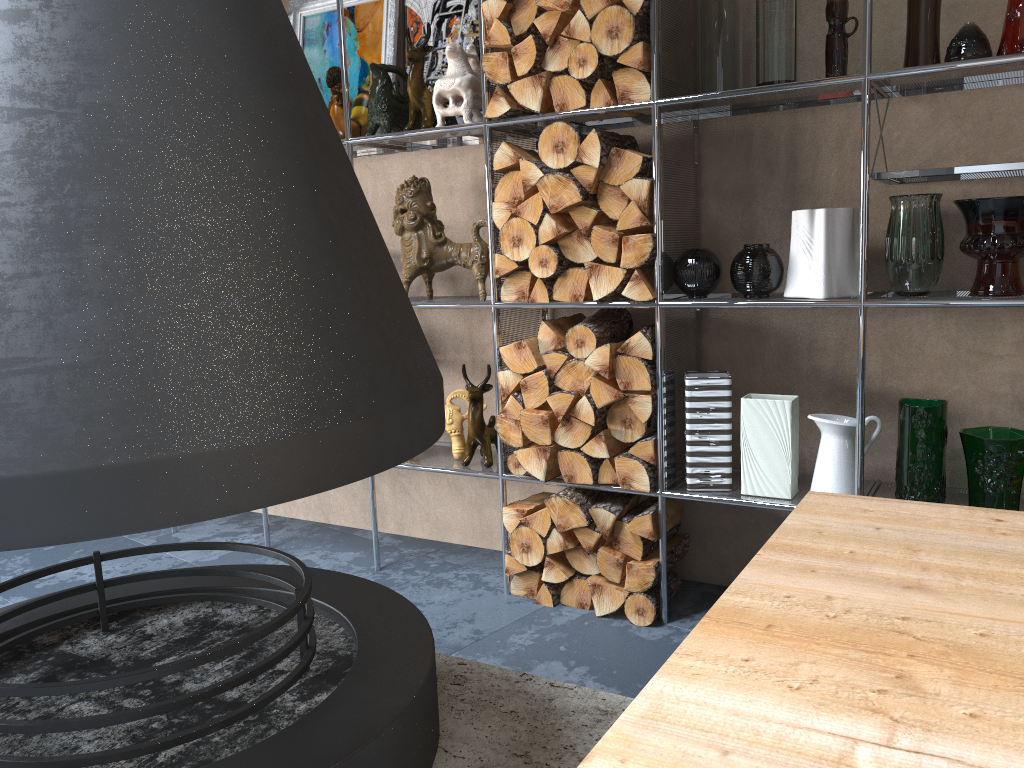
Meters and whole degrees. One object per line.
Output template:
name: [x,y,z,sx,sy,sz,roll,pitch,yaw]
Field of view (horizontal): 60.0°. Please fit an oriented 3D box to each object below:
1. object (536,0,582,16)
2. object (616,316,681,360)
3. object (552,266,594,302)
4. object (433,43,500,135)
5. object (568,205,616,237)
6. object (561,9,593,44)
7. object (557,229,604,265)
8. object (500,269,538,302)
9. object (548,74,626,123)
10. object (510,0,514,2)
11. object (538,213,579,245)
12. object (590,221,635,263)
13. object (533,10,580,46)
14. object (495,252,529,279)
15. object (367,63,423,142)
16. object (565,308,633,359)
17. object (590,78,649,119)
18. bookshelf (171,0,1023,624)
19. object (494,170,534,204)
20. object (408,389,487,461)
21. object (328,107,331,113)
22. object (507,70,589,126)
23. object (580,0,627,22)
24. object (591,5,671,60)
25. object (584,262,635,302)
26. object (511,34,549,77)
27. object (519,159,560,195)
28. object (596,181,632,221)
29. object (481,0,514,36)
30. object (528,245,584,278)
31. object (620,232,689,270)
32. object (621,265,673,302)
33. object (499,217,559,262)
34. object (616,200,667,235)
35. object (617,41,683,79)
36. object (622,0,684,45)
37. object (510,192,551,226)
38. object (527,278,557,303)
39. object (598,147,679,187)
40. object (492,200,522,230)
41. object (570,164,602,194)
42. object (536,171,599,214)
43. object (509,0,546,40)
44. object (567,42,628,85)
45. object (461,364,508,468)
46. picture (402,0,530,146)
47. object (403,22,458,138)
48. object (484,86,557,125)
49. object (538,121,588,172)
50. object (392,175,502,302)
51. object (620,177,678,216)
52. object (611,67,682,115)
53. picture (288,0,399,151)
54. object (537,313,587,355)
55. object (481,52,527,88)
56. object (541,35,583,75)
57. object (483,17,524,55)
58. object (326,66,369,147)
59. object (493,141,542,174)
object: [0.217,-1.162,2.695,0.164,0.128,0.322,3,10,31]
object: [0.428,-0.148,2.776,0.121,0.107,0.308,2,10,26]
object: [0.252,-0.327,2.862,0.135,0.114,0.299,2,10,28]
object: [-0.134,-0.991,2.966,0.151,0.280,0.314,2,10,28]
object: [0.285,-0.516,2.817,0.107,0.098,0.330,2,10,26]
object: [0.260,-1.065,2.716,0.101,0.110,0.331,2,10,28]
object: [0.264,-0.440,2.841,0.147,0.118,0.288,2,10,26]
object: [0.083,-0.333,2.967,0.126,0.112,0.287,3,10,30]
object: [0.240,-0.892,2.770,0.135,0.114,0.299,3,10,32]
object: [0.055,-1.252,2.773,0.140,0.150,0.312,3,10,34]
object: [0.207,-0.504,2.846,0.101,0.110,0.331,3,10,32]
object: [0.345,-0.450,2.773,0.095,0.135,0.329,2,10,26]
object: [0.198,-1.084,2.768,0.107,0.098,0.330,3,11,34]
object: [0.050,-0.398,2.946,0.095,0.088,0.303,2,10,28]
object: [-0.406,-0.993,3.143,0.126,0.249,0.253,4,11,35]
object: [0.280,-0.174,2.884,0.140,0.150,0.312,2,10,26]
object: [0.336,-0.874,2.717,0.087,0.095,0.303,3,10,30]
bookshelf: [1.661,-2.301,1.744,10.739,6.217,0.421,3,10,30]
object: [0.068,-0.639,2.916,0.135,0.114,0.299,2,10,28]
object: [-0.279,0.087,3.242,0.375,0.363,0.170,-3,9,-4]
object: [-0.729,-1.024,3.328,0.097,0.290,0.290,2,10,29]
object: [0.139,-0.904,2.845,0.154,0.131,0.362,3,10,30]
object: [0.330,-1.118,2.657,0.128,0.107,0.329,3,10,30]
object: [0.355,-1.023,2.636,0.143,0.143,0.286,3,10,30]
object: [0.369,-0.329,2.812,0.154,0.131,0.362,3,10,30]
object: [0.125,-1.023,2.801,0.095,0.135,0.329,3,10,34]
object: [0.152,-0.664,2.856,0.098,0.115,0.362,3,10,29]
object: [0.364,-0.566,2.759,0.112,0.153,0.291,2,10,27]
object: [0.034,-1.152,2.826,0.097,0.120,0.308,4,11,35]
object: [0.163,-0.396,2.861,0.103,0.110,0.312,2,10,26]
object: [0.444,-0.411,2.722,0.110,0.109,0.321,3,10,31]
object: [0.442,-0.318,2.742,0.107,0.105,0.330,2,10,27]
object: [0.088,-0.472,2.890,0.143,0.143,0.286,3,10,30]
object: [0.428,-0.505,2.717,0.107,0.110,0.331,2,10,28]
object: [0.418,-0.944,2.634,0.095,0.088,0.303,3,10,32]
object: [0.407,-1.086,2.619,0.111,0.121,0.310,3,10,31]
object: [0.126,-0.564,2.875,0.128,0.107,0.329,3,10,30]
object: [0.158,-0.319,2.919,0.087,0.095,0.303,3,10,30]
object: [0.394,-0.659,2.721,0.151,0.119,0.300,3,10,32]
object: [0.052,-0.539,2.924,0.111,0.121,0.310,2,10,29]
object: [0.288,-0.632,2.761,0.098,0.090,0.303,2,10,29]
object: [0.218,-0.598,2.794,0.164,0.128,0.322,3,10,29]
object: [0.112,-1.142,2.806,0.112,0.153,0.291,3,10,33]
object: [0.288,-0.954,2.689,0.103,0.110,0.312,3,10,34]
object: [-0.102,0.102,3.119,0.116,0.358,0.198,1,9,22]
picture: [-0.172,-1.314,3.162,0.530,0.863,0.090,3,10,30]
object: [-0.286,-1.036,3.036,0.116,0.358,0.198,4,11,37]
object: [0.041,-0.900,2.874,0.107,0.105,0.330,3,10,33]
object: [0.207,-0.730,2.776,0.140,0.150,0.312,2,10,26]
object: [-0.228,-0.518,3.122,0.405,0.450,0.210,1,9,22]
object: [0.421,-0.570,2.702,0.097,0.120,0.308,2,10,25]
object: [0.415,-0.881,2.676,0.126,0.112,0.287,3,10,30]
picture: [-0.671,-1.214,3.440,0.544,0.625,0.136,3,10,30]
object: [0.198,-0.165,2.940,0.107,0.121,0.289,3,10,31]
object: [0.029,-0.994,2.862,0.110,0.109,0.321,3,10,29]
object: [0.224,-1.006,2.765,0.147,0.118,0.288,3,10,34]
object: [0.039,-1.087,2.843,0.107,0.110,0.331,3,10,32]
object: [-0.593,-1.008,3.227,0.123,0.270,0.227,3,10,30]
object: [0.059,-0.725,2.889,0.121,0.107,0.308,2,10,26]
